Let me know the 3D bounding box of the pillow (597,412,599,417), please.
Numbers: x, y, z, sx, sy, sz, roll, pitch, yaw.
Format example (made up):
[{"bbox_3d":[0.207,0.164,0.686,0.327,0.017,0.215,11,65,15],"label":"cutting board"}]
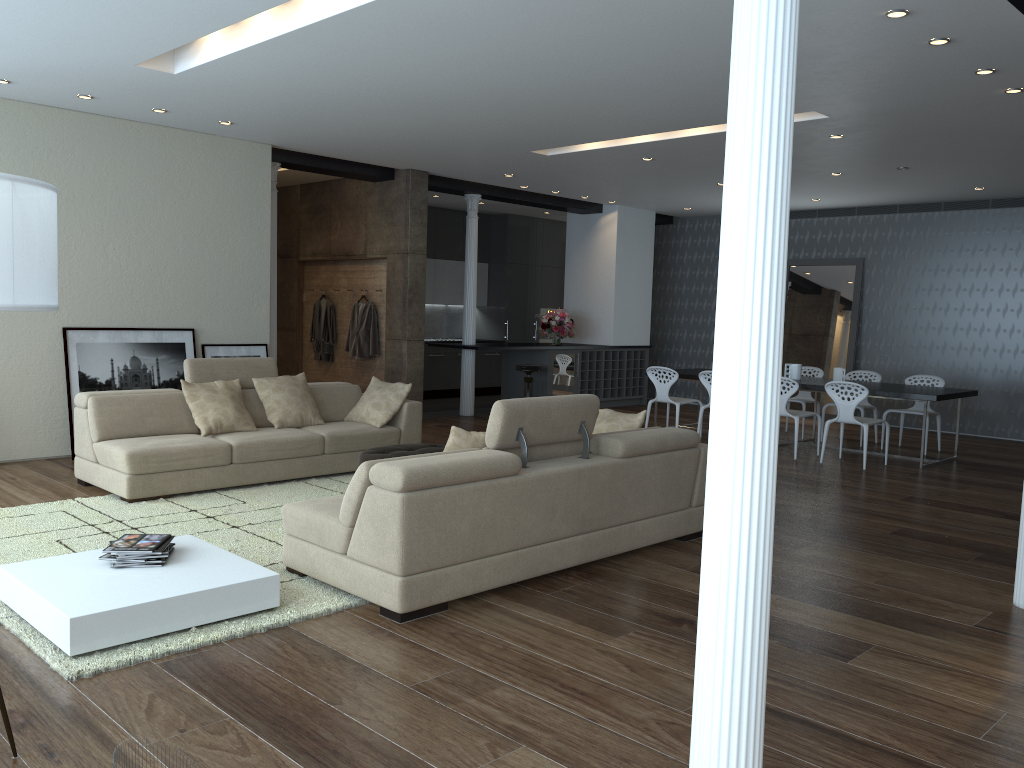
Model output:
[{"bbox_3d":[0.253,0.376,5.300,0.534,0.439,0.301,-2,6,-42],"label":"pillow"}]

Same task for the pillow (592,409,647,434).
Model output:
[{"bbox_3d":[0.618,0.351,6.008,0.395,0.393,0.518,-2,6,-42],"label":"pillow"}]

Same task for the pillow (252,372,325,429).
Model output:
[{"bbox_3d":[-1.859,0.137,7.381,0.301,0.439,0.534,6,6,41],"label":"pillow"}]

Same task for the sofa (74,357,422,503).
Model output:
[{"bbox_3d":[-2.032,0.276,7.202,1.021,0.950,2.581,6,7,44],"label":"sofa"}]

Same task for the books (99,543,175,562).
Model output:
[{"bbox_3d":[-1.758,0.787,4.171,0.220,0.010,0.300,2,5,5],"label":"books"}]

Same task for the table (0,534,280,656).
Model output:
[{"bbox_3d":[-1.685,0.922,4.006,0.900,0.170,0.900,6,7,44],"label":"table"}]

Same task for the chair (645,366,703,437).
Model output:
[{"bbox_3d":[1.838,0.208,10.206,0.495,0.835,0.581,6,7,44],"label":"chair"}]

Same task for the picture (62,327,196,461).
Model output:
[{"bbox_3d":[-3.414,0.065,8.063,0.225,1.140,1.183,6,7,44],"label":"picture"}]

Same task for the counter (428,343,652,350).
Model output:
[{"bbox_3d":[0.528,-0.554,12.863,1.000,0.040,3.700,6,7,44],"label":"counter"}]

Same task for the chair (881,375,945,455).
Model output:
[{"bbox_3d":[4.482,0.322,9.851,0.495,0.835,0.581,6,7,44],"label":"chair"}]

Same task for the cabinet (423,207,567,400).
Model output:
[{"bbox_3d":[-0.298,-1.337,14.991,0.827,2.980,7.409,6,7,44],"label":"cabinet"}]

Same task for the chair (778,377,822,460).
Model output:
[{"bbox_3d":[2.850,0.324,9.190,0.495,0.835,0.581,6,7,44],"label":"chair"}]

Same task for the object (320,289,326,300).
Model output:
[{"bbox_3d":[-2.474,-1.132,11.640,0.430,0.219,0.010,6,7,44],"label":"object"}]

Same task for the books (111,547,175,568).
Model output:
[{"bbox_3d":[-1.734,0.816,4.178,0.220,0.010,0.300,1,5,-10],"label":"books"}]

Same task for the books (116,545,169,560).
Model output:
[{"bbox_3d":[-1.733,0.777,4.175,0.220,0.010,0.300,0,5,-20],"label":"books"}]

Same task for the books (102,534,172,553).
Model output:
[{"bbox_3d":[-1.757,0.748,4.168,0.220,0.010,0.300,1,5,-5],"label":"books"}]

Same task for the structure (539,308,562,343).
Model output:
[{"bbox_3d":[0.506,-1.037,15.684,0.591,0.596,0.595,6,7,44],"label":"structure"}]

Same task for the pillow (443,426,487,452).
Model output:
[{"bbox_3d":[-0.196,0.408,4.867,0.519,0.416,0.368,-2,6,-41],"label":"pillow"}]

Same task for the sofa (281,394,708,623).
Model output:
[{"bbox_3d":[0.060,0.513,5.140,1.021,0.950,2.581,6,7,44],"label":"sofa"}]

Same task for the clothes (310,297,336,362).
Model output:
[{"bbox_3d":[-2.503,-0.720,11.666,0.141,0.855,0.569,-3,7,-45],"label":"clothes"}]

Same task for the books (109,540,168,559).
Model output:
[{"bbox_3d":[-1.757,0.767,4.169,0.220,0.010,0.300,-1,5,-30],"label":"books"}]

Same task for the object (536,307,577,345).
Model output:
[{"bbox_3d":[0.651,-0.841,12.813,0.544,0.552,0.570,-2,6,-39],"label":"object"}]

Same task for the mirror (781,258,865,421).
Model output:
[{"bbox_3d":[4.336,-0.647,12.694,1.200,2.294,0.240,6,7,44],"label":"mirror"}]

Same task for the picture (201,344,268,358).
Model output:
[{"bbox_3d":[-2.708,0.101,8.803,0.195,0.988,0.700,6,7,44],"label":"picture"}]

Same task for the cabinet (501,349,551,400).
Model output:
[{"bbox_3d":[0.393,-0.081,12.780,0.900,0.897,0.642,6,7,44],"label":"cabinet"}]

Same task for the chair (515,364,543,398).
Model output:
[{"bbox_3d":[1.996,0.507,9.033,21.556,0.952,16.134,6,7,44],"label":"chair"}]

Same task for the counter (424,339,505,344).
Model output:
[{"bbox_3d":[-1.668,-0.571,13.703,0.807,0.223,3.597,6,7,44],"label":"counter"}]

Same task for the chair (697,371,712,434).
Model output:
[{"bbox_3d":[2.333,0.265,9.712,0.495,0.835,0.581,6,7,44],"label":"chair"}]

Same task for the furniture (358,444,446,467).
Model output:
[{"bbox_3d":[-0.581,0.666,6.419,1.057,0.355,1.057,-3,6,-43],"label":"furniture"}]

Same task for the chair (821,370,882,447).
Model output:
[{"bbox_3d":[3.984,0.266,10.343,0.495,0.835,0.581,6,7,44],"label":"chair"}]

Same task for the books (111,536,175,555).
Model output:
[{"bbox_3d":[-1.732,0.758,4.173,0.220,0.010,0.300,1,5,-10],"label":"books"}]

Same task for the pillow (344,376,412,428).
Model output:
[{"bbox_3d":[-1.156,0.151,7.756,0.518,0.393,0.395,6,6,41],"label":"pillow"}]

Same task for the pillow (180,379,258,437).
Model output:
[{"bbox_3d":[-2.290,0.171,6.930,0.368,0.416,0.519,6,6,40],"label":"pillow"}]

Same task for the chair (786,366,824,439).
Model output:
[{"bbox_3d":[3.485,0.209,10.834,0.495,0.835,0.581,6,7,44],"label":"chair"}]

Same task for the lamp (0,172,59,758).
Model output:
[{"bbox_3d":[-1.709,0.272,2.587,0.698,1.728,0.698,0,5,-22],"label":"lamp"}]

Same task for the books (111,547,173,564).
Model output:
[{"bbox_3d":[-1.733,0.796,4.176,0.220,0.010,0.300,1,5,-10],"label":"books"}]

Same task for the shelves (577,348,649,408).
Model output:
[{"bbox_3d":[1.217,-0.123,13.611,0.900,0.897,1.700,6,7,44],"label":"shelves"}]

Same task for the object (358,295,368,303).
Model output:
[{"bbox_3d":[-1.842,-1.060,11.000,0.430,0.219,0.010,6,7,44],"label":"object"}]

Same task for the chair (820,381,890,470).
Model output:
[{"bbox_3d":[3.358,0.379,8.717,0.495,0.835,0.581,6,7,44],"label":"chair"}]

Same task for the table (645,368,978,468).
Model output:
[{"bbox_3d":[3.246,0.315,10.084,3.400,0.733,1.200,6,7,44],"label":"table"}]

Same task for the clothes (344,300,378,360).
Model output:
[{"bbox_3d":[-1.872,-0.673,11.029,0.700,0.735,0.173,6,6,43],"label":"clothes"}]

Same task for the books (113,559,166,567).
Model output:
[{"bbox_3d":[-1.759,0.806,4.173,0.220,0.010,0.300,0,5,-25],"label":"books"}]

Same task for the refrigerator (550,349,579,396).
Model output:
[{"bbox_3d":[0.722,-0.107,12.493,0.578,0.774,0.075,-2,6,-41],"label":"refrigerator"}]

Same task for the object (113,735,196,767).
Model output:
[{"bbox_3d":[-0.509,0.897,1.283,0.458,0.781,0.458,6,6,44],"label":"object"}]

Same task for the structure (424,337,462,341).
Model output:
[{"bbox_3d":[-1.210,-0.699,14.093,0.520,0.066,0.900,6,7,44],"label":"structure"}]

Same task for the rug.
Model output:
[{"bbox_3d":[-1.191,0.886,5.792,2.972,0.020,4.231,6,7,44],"label":"rug"}]
